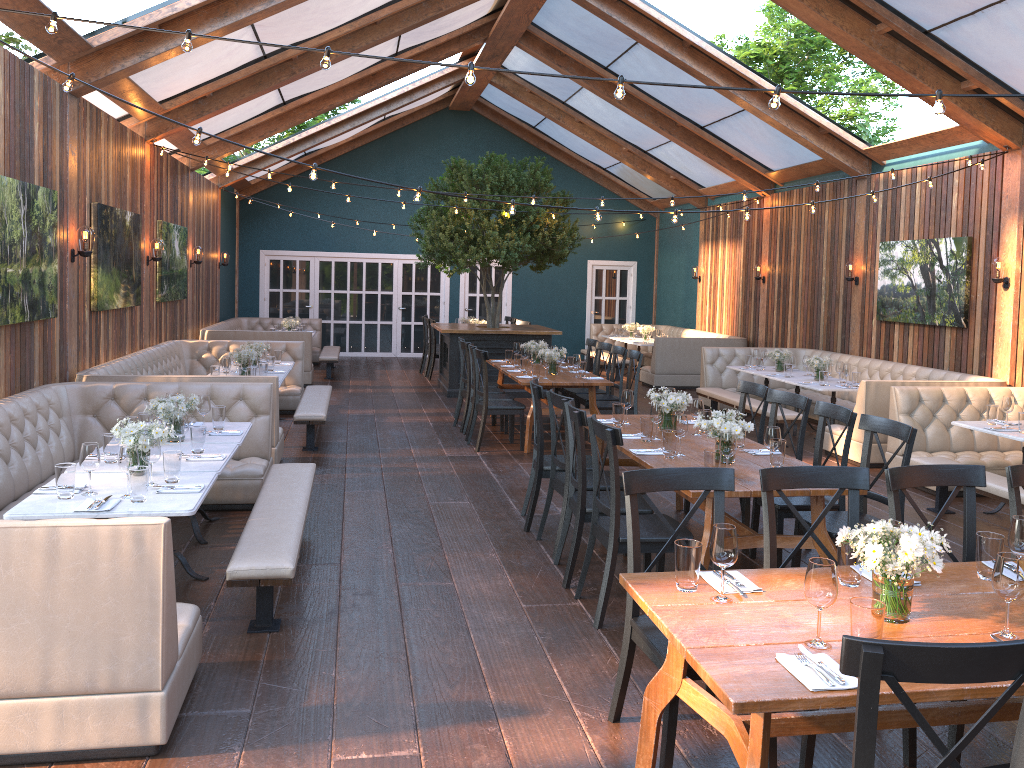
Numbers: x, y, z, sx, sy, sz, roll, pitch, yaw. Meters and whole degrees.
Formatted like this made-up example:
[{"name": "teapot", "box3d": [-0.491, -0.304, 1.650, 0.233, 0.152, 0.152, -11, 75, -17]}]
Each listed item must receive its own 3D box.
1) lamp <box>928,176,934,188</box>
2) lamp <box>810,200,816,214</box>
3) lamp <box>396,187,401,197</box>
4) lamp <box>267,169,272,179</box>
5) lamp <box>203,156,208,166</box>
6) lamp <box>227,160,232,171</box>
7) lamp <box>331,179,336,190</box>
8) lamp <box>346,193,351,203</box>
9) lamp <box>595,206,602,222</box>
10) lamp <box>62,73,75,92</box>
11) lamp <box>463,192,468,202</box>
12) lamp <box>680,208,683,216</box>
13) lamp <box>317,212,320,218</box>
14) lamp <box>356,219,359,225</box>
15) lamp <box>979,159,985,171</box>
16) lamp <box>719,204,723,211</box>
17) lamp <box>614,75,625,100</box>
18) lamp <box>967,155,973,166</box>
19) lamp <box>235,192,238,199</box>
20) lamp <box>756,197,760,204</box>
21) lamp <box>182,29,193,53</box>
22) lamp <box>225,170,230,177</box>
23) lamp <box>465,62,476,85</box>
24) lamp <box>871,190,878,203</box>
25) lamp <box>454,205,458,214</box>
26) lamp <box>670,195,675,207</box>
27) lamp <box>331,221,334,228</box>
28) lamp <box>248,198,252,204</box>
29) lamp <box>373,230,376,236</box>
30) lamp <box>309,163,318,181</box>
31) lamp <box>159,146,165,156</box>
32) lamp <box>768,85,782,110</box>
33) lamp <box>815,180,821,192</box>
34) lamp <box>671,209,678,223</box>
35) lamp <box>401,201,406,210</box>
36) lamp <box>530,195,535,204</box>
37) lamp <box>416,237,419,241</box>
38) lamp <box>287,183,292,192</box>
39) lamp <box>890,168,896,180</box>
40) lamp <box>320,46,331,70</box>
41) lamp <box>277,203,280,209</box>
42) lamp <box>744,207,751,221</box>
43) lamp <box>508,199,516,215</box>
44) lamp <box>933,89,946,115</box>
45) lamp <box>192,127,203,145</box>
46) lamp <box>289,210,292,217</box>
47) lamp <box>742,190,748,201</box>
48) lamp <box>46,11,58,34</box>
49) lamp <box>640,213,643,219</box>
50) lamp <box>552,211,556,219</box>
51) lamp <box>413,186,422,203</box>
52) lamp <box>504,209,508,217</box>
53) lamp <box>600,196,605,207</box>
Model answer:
[{"name": "lamp", "box3d": [4.082, -1.967, 8.627, 0.060, 0.119, 0.056, 2, 4, 12]}, {"name": "lamp", "box3d": [2.727, -1.602, 8.009, 0.056, 0.120, 0.056, 3, 4, 18]}, {"name": "lamp", "box3d": [-1.274, -2.163, 9.962, 0.056, 0.121, 0.056, 1, 4, -1]}, {"name": "lamp", "box3d": [-2.769, -2.396, 10.104, 0.056, 0.121, 0.056, 2, 4, 14]}, {"name": "lamp", "box3d": [-3.518, -2.561, 10.161, 0.056, 0.120, 0.056, -2, 5, -44]}, {"name": "lamp", "box3d": [-3.235, -2.501, 10.140, 0.056, 0.121, 0.056, 1, 4, -7]}, {"name": "lamp", "box3d": [-2.026, -2.265, 10.035, 0.056, 0.120, 0.056, 2, 4, 2]}, {"name": "lamp", "box3d": [-2.107, -2.392, 11.379, 0.056, 0.120, 0.056, -2, 5, -44]}, {"name": "lamp", "box3d": [0.685, -1.346, 7.005, 0.056, 0.120, 0.056, 1, 4, -5]}, {"name": "lamp", "box3d": [-2.599, -1.768, 5.181, 0.068, 0.116, 0.057, 1, 4, -3]}, {"name": "lamp", "box3d": [-0.517, -2.089, 9.888, 0.056, 0.121, 0.056, 4, 4, 31]}, {"name": "lamp", "box3d": [2.644, -2.675, 13.783, 0.056, 0.120, 0.056, 0, 4, -28]}, {"name": "lamp", "box3d": [-3.603, -3.151, 16.513, 0.056, 0.120, 0.056, 2, 4, 5]}, {"name": "lamp", "box3d": [-2.949, -3.091, 16.897, 0.056, 0.120, 0.056, 1, 4, -8]}, {"name": "lamp", "box3d": [4.744, -2.210, 8.926, 0.062, 0.118, 0.056, 0, 4, -27]}, {"name": "lamp", "box3d": [3.329, -2.812, 14.088, 0.064, 0.118, 0.057, 1, 4, -1]}, {"name": "lamp", "box3d": [0.537, -1.480, 4.416, 0.056, 0.121, 0.056, 2, 4, 4]}, {"name": "lamp", "box3d": [4.730, -2.301, 9.139, 0.056, 0.121, 0.056, 2, 4, 11]}, {"name": "lamp", "box3d": [-4.899, -3.357, 15.740, 0.056, 0.120, 0.056, -2, 5, -40]}, {"name": "lamp", "box3d": [4.005, -2.987, 14.414, 0.056, 0.119, 0.056, 3, 4, 19]}, {"name": "lamp", "box3d": [-1.714, -1.808, 4.667, 0.056, 0.114, 0.076, 1, 4, -12]}, {"name": "lamp", "box3d": [-3.416, -2.543, 10.627, 0.056, 0.118, 0.065, 4, 5, 38]}, {"name": "lamp", "box3d": [-0.210, -1.576, 4.486, 0.056, 0.120, 0.056, -1, 4, -34]}, {"name": "lamp", "box3d": [3.407, -1.765, 8.325, 0.071, 0.115, 0.056, 2, 4, 12]}, {"name": "lamp", "box3d": [-0.759, -2.381, 12.091, 0.056, 0.121, 0.056, -1, 4, -29]}, {"name": "lamp", "box3d": [1.743, -1.991, 9.630, 0.056, 0.117, 0.067, 5, 5, 43]}, {"name": "lamp", "box3d": [-3.150, -2.801, 15.529, 0.056, 0.119, 0.060, 1, 4, -6]}, {"name": "lamp", "box3d": [-4.616, -3.224, 15.593, 0.076, 0.113, 0.056, 4, 5, 35]}, {"name": "lamp", "box3d": [-2.395, -2.641, 15.448, 0.056, 0.114, 0.074, 4, 5, 33]}, {"name": "lamp", "box3d": [-1.331, -1.422, 5.926, 0.056, 0.120, 0.056, 1, 4, -13]}, {"name": "lamp", "box3d": [-4.065, -2.703, 10.269, 0.056, 0.118, 0.062, 3, 4, 25]}, {"name": "lamp", "box3d": [1.286, -1.402, 4.333, 0.057, 0.119, 0.057, 0, 4, -16]}, {"name": "lamp", "box3d": [3.248, -2.103, 9.405, 0.063, 0.118, 0.057, 0, 4, -17]}, {"name": "lamp", "box3d": [1.355, -1.397, 7.362, 0.056, 0.120, 0.056, 2, 4, 9]}, {"name": "lamp", "box3d": [-1.439, -2.375, 11.746, 0.056, 0.120, 0.056, 0, 4, -23]}, {"name": "lamp", "box3d": [0.233, -2.037, 9.796, 0.056, 0.120, 0.056, -1, 4, -35]}, {"name": "lamp", "box3d": [-1.653, -2.536, 15.423, 0.056, 0.119, 0.060, 3, 4, 27]}, {"name": "lamp", "box3d": [-2.761, -2.443, 10.997, 0.056, 0.118, 0.062, 4, 4, 32]}, {"name": "lamp", "box3d": [3.995, -2.200, 9.267, 0.056, 0.120, 0.056, 4, 4, 32]}, {"name": "lamp", "box3d": [-0.961, -1.689, 4.594, 0.075, 0.114, 0.056, 4, 5, 35]}, {"name": "lamp", "box3d": [-4.255, -3.247, 16.130, 0.056, 0.121, 0.056, 0, 4, -26]}, {"name": "lamp", "box3d": [2.044, -1.480, 7.685, 0.056, 0.120, 0.056, 0, 4, -23]}, {"name": "lamp", "box3d": [0.002, -1.329, 6.659, 0.056, 0.121, 0.056, 1, 4, -11]}, {"name": "lamp", "box3d": [2.049, -1.350, 4.242, 0.056, 0.120, 0.056, -2, 5, -42]}, {"name": "lamp", "box3d": [-1.980, -1.559, 5.559, 0.056, 0.119, 0.059, 3, 4, 21]}, {"name": "lamp", "box3d": [-3.893, -2.997, 15.565, 0.059, 0.119, 0.057, 0, 4, -16]}, {"name": "lamp", "box3d": [2.504, -2.022, 9.508, 0.056, 0.120, 0.056, 2, 4, 11]}, {"name": "lamp", "box3d": [-2.460, -1.932, 4.729, 0.056, 0.118, 0.064, -1, 5, -36]}, {"name": "lamp", "box3d": [1.966, -2.567, 13.439, 0.056, 0.117, 0.068, 1, 4, -13]}, {"name": "lamp", "box3d": [0.603, -2.437, 12.776, 0.060, 0.119, 0.056, 0, 4, -25]}, {"name": "lamp", "box3d": [-0.674, -1.351, 6.298, 0.056, 0.119, 0.056, 5, 5, 40]}, {"name": "lamp", "box3d": [-0.082, -2.405, 12.447, 0.056, 0.120, 0.056, 3, 4, 15]}, {"name": "lamp", "box3d": [0.991, -2.002, 9.708, 0.056, 0.121, 0.056, 2, 4, 5]}]
